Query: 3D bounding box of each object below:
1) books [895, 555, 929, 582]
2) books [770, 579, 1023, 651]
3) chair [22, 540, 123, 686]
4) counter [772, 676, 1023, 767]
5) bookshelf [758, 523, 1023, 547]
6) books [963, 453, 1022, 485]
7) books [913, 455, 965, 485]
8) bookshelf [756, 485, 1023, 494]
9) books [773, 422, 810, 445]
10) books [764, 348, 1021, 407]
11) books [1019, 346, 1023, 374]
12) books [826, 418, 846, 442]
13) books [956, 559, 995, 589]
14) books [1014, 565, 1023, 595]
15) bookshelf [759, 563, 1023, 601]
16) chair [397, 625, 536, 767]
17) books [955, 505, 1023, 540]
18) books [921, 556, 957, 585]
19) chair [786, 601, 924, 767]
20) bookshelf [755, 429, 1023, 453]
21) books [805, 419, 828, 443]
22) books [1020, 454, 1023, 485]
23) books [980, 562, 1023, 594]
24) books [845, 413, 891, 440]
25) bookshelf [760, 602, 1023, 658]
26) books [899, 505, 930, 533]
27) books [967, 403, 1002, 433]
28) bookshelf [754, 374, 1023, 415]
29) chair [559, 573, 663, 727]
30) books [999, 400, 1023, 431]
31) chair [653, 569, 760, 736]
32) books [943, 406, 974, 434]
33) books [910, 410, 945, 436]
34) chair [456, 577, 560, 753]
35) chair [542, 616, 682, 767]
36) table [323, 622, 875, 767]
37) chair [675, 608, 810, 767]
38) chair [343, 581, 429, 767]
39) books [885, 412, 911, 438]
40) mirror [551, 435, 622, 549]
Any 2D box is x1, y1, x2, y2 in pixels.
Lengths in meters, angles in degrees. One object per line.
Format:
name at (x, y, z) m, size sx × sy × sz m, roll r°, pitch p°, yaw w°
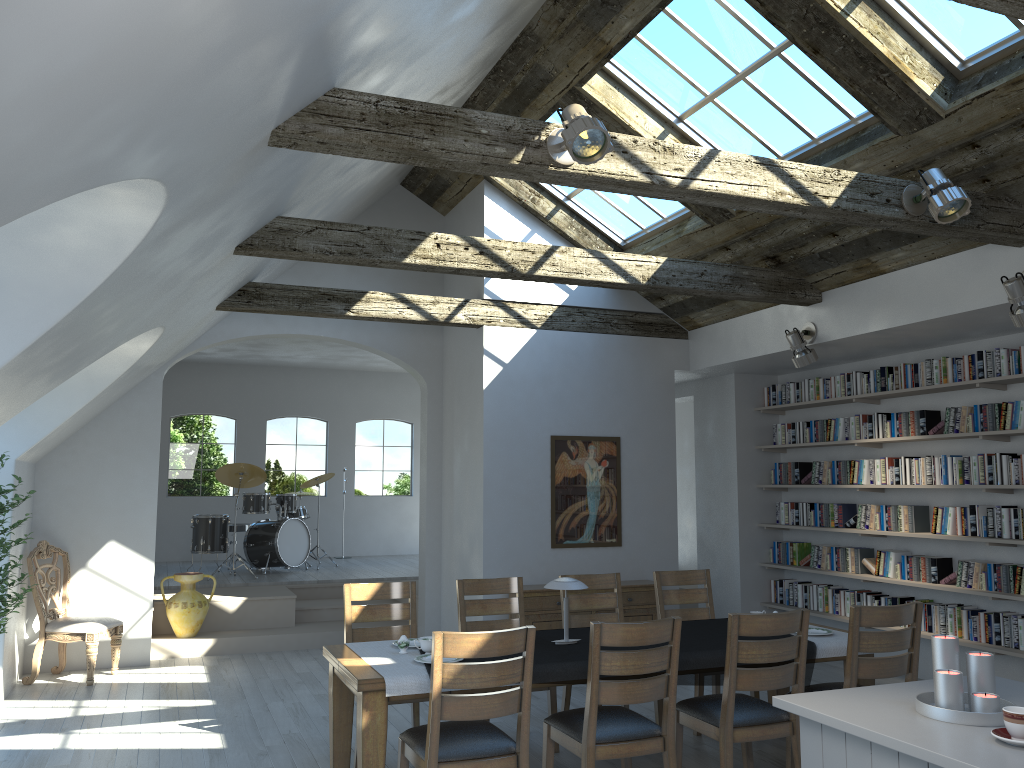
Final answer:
books at (3.387, 1.549, 7.437) m, size 0.209 × 0.220 × 0.278 m, roll 3°, pitch -7°, yaw -23°
books at (3.271, 1.949, 7.703) m, size 0.242 × 0.237 × 2.981 m, roll 3°, pitch -7°, yaw -21°
chair at (-3.705, 1.910, 7.506) m, size 0.655 × 1.159 × 0.552 m, roll 0°, pitch -6°, yaw 3°
counter at (1.589, 1.511, 2.807) m, size 1.029 × 0.879 × 1.029 m, roll 3°, pitch -7°, yaw -21°
bookshelf at (4.096, 1.062, 5.519) m, size 0.315 × 0.070 × 7.825 m, roll 3°, pitch -7°, yaw -21°
books at (3.706, 0.647, 6.738) m, size 0.242 × 0.237 × 0.494 m, roll 3°, pitch -7°, yaw -21°
books at (3.524, 0.699, 7.198) m, size 0.242 × 0.237 × 0.494 m, roll 3°, pitch -7°, yaw -21°
bookshelf at (4.096, 0.669, 5.564) m, size 0.315 × 0.070 × 7.825 m, roll 3°, pitch -7°, yaw -21°
books at (2.854, 0.505, 8.920) m, size 0.214 × 0.220 × 0.490 m, roll 3°, pitch -7°, yaw -21°
books at (3.268, -0.011, 7.933) m, size 0.242 × 0.237 × 2.981 m, roll 3°, pitch -7°, yaw -21°
books at (4.362, -0.325, 5.171) m, size 0.242 × 0.237 × 2.981 m, roll 3°, pitch -7°, yaw -21°
books at (3.092, 0.433, 8.311) m, size 0.189 × 0.228 × 0.249 m, roll 3°, pitch -7°, yaw -21°
books at (3.603, 1.485, 6.887) m, size 0.189 × 0.228 × 0.249 m, roll 3°, pitch -7°, yaw -21°
books at (3.791, 1.431, 6.411) m, size 0.189 × 0.228 × 0.249 m, roll 3°, pitch -7°, yaw -21°
bookshelf at (4.096, 1.455, 5.475) m, size 0.315 × 0.070 × 7.825 m, roll 3°, pitch -7°, yaw -21°
chair at (-0.209, 1.584, 4.008) m, size 0.514 × 1.006 × 0.605 m, roll 3°, pitch -7°, yaw -21°
books at (4.124, 0.918, 5.638) m, size 0.242 × 0.237 × 2.981 m, roll 3°, pitch -7°, yaw -21°
books at (3.499, 1.517, 7.148) m, size 0.189 × 0.224 × 0.345 m, roll 3°, pitch -7°, yaw -21°
chair at (1.871, 1.676, 4.822) m, size 0.514 × 1.006 × 0.605 m, roll 3°, pitch -7°, yaw -21°
bookshelf at (4.096, 0.276, 5.609) m, size 0.315 × 0.070 × 7.825 m, roll 3°, pitch -7°, yaw -21°
books at (2.995, 0.463, 8.562) m, size 0.209 × 0.220 × 0.278 m, roll 3°, pitch -7°, yaw -23°
books at (4.344, 0.464, 5.126) m, size 0.242 × 0.237 × 2.981 m, roll 3°, pitch -7°, yaw -21°
books at (3.694, 1.461, 6.662) m, size 0.209 × 0.220 × 0.278 m, roll 3°, pitch -7°, yaw -23°
books at (3.233, 0.390, 7.965) m, size 0.214 × 0.237 × 0.490 m, roll 3°, pitch -7°, yaw -21°
bookshelf at (4.096, 1.848, 5.430) m, size 0.315 × 0.070 × 7.825 m, roll 3°, pitch -7°, yaw -21°
books at (3.387, 1.137, 7.477) m, size 0.189 × 0.220 × 0.156 m, roll 3°, pitch -7°, yaw -21°
books at (3.681, 0.271, 6.832) m, size 0.209 × 0.220 × 0.278 m, roll 3°, pitch -7°, yaw -23°
bookshelf at (4.096, -0.117, 5.653) m, size 0.315 × 0.070 × 7.825 m, roll 3°, pitch -7°, yaw -21°
chair at (0.638, 1.800, 5.912) m, size 0.514 × 1.006 × 0.605 m, roll 3°, pitch -7°, yaw -21°
books at (3.778, 0.241, 6.581) m, size 0.189 × 0.228 × 0.249 m, roll 3°, pitch -7°, yaw -21°
chair at (1.331, 1.831, 6.184) m, size 0.514 × 1.006 × 0.605 m, roll 3°, pitch -7°, yaw -21°
books at (3.589, 0.295, 7.057) m, size 0.189 × 0.228 × 0.249 m, roll 3°, pitch -7°, yaw -21°
books at (3.486, 0.327, 7.318) m, size 0.189 × 0.224 × 0.345 m, roll 3°, pitch -7°, yaw -21°
chair at (-0.056, 1.769, 5.641) m, size 0.514 × 1.006 × 0.605 m, roll 3°, pitch -7°, yaw -21°
chair at (0.484, 1.615, 4.279) m, size 0.514 × 1.006 × 0.605 m, roll 3°, pitch -7°, yaw -21°
table at (0.554, 1.832, 5.008) m, size 3.078 × 0.737 × 0.939 m, roll 3°, pitch -7°, yaw -21°
chair at (1.177, 1.646, 4.551) m, size 0.514 × 1.006 × 0.605 m, roll 3°, pitch -7°, yaw -21°
chair at (-0.749, 1.738, 5.370) m, size 0.514 × 1.006 × 0.605 m, roll 3°, pitch -7°, yaw -21°
books at (3.374, 0.358, 7.607) m, size 0.209 × 0.220 × 0.278 m, roll 3°, pitch -7°, yaw -23°
mirror at (0.706, 1.019, 8.408) m, size 0.736 × 1.047 × 0.009 m, roll 3°, pitch -7°, yaw -21°
